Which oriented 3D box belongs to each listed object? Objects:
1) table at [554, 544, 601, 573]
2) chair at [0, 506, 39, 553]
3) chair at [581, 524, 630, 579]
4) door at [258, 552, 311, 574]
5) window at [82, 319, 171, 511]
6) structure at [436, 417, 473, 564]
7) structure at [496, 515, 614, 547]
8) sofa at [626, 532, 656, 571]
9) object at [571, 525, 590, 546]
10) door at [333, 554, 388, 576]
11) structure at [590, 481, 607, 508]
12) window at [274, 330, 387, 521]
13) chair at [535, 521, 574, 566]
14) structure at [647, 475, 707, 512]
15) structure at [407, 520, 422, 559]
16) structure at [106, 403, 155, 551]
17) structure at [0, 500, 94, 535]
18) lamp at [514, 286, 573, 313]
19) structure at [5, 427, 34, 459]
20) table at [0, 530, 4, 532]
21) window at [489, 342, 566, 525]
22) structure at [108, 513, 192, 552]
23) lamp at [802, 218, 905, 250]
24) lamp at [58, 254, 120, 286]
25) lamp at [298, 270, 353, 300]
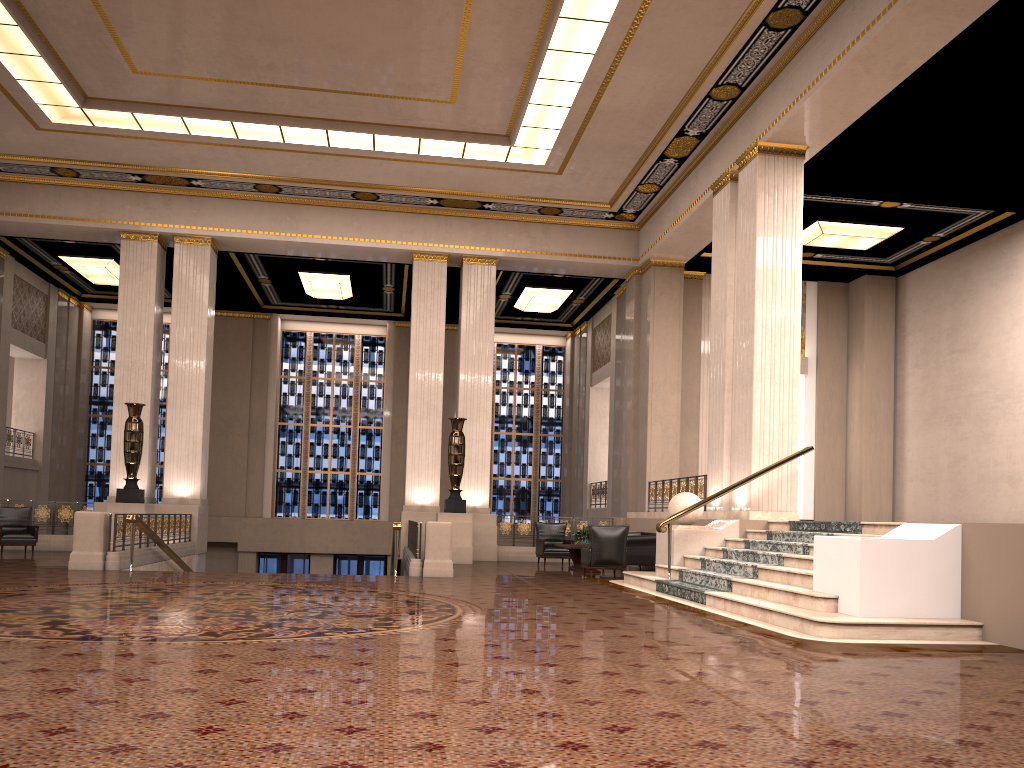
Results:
[{"bbox_3d":[1.291,3.102,15.708,0.839,0.432,1.489,3,-8,-8],"label":"table"},{"bbox_3d":[-9.003,2.633,15.957,0.651,0.840,0.719,6,-6,-43],"label":"chair"},{"bbox_3d":[1.462,2.642,13.969,0.648,0.839,0.722,2,-5,-8],"label":"chair"},{"bbox_3d":[-6.349,6.002,24.400,1.492,2.712,0.156,2,-2,-8],"label":"door"},{"bbox_3d":[-10.227,0.939,24.490,2.989,5.334,0.069,2,-2,-8],"label":"window"},{"bbox_3d":[-1.102,2.052,16.993,0.700,2.775,0.703,2,-3,-8],"label":"structure"},{"bbox_3d":[0.912,3.131,18.659,2.536,0.652,0.032,3,-2,-8],"label":"structure"},{"bbox_3d":[2.203,3.016,15.845,0.875,0.701,1.940,3,-8,-8],"label":"sofa"},{"bbox_3d":[1.291,2.694,15.708,0.502,0.374,0.529,-1,-7,24],"label":"object"},{"bbox_3d":[-4.282,6.108,24.692,1.492,2.712,0.156,2,-2,-8],"label":"door"},{"bbox_3d":[2.263,2.824,22.480,0.031,0.663,2.175,2,-8,-8],"label":"structure"},{"bbox_3d":[-5.177,1.198,25.203,2.989,5.334,0.069,2,-2,-8],"label":"window"},{"bbox_3d":[0.827,3.138,17.350,0.648,0.839,0.722,3,-5,-13],"label":"chair"},{"bbox_3d":[3.032,2.026,16.063,0.032,0.619,3.728,2,-8,-8],"label":"structure"},{"bbox_3d":[-1.740,2.659,15.362,0.079,0.533,4.982,2,-9,-8],"label":"structure"},{"bbox_3d":[-6.970,1.751,16.164,0.700,2.775,0.703,2,-3,-8],"label":"structure"},{"bbox_3d":[-9.423,2.600,17.198,2.536,0.652,0.032,3,-2,-8],"label":"structure"},{"bbox_3d":[0.762,-2.105,22.313,1.168,0.213,2.035,3,-9,-8],"label":"lamp"},{"bbox_3d":[-11.606,1.371,20.544,0.031,0.663,2.175,2,-8,-8],"label":"structure"},{"bbox_3d":[-8.990,2.574,14.255,0.839,0.432,1.489,3,-8,-8],"label":"table"},{"bbox_3d":[0.047,1.467,25.942,2.989,5.334,0.069,2,-2,-8],"label":"window"},{"bbox_3d":[-5.929,2.443,14.770,0.079,0.533,4.982,2,-9,-7],"label":"structure"},{"bbox_3d":[6.317,-2.791,16.717,1.716,0.213,1.179,3,-9,-8],"label":"lamp"},{"bbox_3d":[-9.737,-2.644,20.829,1.168,0.213,2.035,3,-9,-8],"label":"lamp"},{"bbox_3d":[-4.533,-2.376,21.564,1.168,0.213,2.035,3,-9,-8],"label":"lamp"}]
